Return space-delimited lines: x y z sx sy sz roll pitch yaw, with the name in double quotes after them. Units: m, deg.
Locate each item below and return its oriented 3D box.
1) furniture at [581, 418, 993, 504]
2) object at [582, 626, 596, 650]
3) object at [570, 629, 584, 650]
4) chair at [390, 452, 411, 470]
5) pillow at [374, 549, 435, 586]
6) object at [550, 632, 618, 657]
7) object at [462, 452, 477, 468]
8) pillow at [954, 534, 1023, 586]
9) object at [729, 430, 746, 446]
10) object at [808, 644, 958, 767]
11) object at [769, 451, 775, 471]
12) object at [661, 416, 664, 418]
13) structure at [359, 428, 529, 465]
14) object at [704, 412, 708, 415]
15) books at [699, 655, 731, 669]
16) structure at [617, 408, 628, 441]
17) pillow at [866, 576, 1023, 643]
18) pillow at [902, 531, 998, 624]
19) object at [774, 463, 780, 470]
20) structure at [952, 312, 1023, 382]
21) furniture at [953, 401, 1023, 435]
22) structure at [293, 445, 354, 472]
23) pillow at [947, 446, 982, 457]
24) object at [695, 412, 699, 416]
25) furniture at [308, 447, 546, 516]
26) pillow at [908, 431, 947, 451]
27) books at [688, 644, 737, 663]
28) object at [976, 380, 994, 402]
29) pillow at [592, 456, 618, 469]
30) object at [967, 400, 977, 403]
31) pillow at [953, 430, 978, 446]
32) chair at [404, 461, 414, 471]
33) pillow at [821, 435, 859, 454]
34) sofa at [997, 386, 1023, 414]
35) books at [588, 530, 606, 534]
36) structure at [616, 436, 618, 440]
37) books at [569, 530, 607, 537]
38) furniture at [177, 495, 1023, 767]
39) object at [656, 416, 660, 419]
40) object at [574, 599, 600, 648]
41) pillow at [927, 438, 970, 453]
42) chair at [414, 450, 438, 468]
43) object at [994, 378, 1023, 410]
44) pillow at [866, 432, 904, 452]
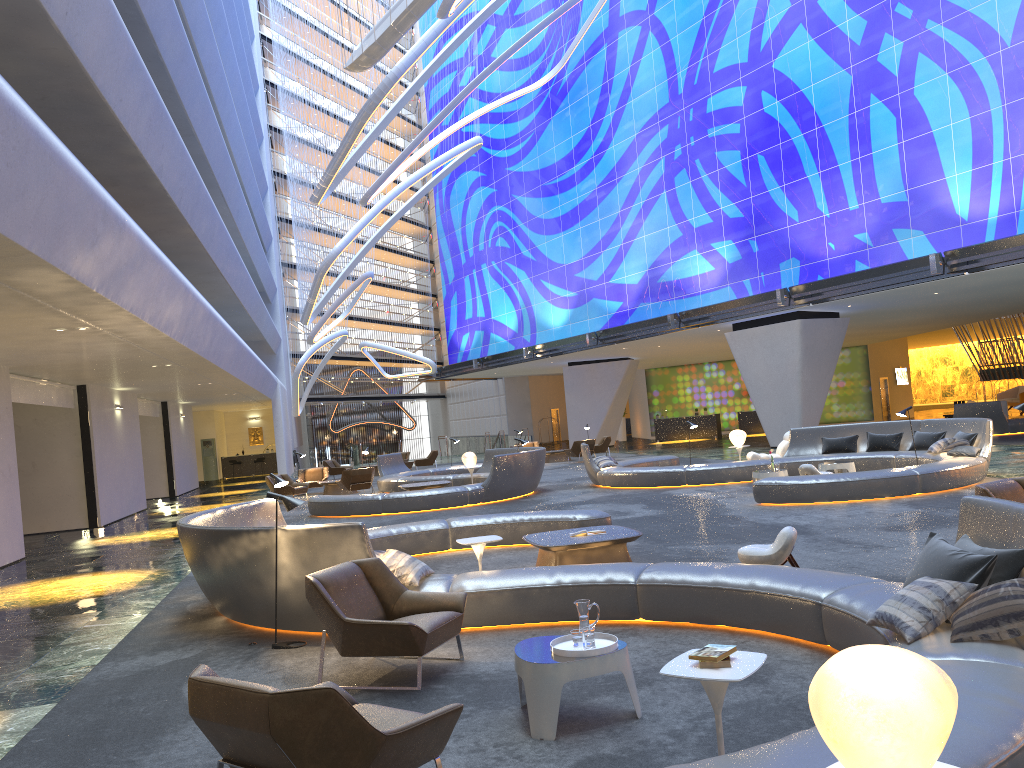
5.045 1.470 18.194 5.180 0.969 9.942 -4 -2 -20 "furniture"
0.431 1.414 4.923 0.071 0.118 0.071 -4 -1 -44 "object"
0.362 1.419 4.882 0.071 0.118 0.071 -5 -1 -29 "object"
-4.553 3.127 35.377 0.930 0.766 0.938 -5 -1 15 "chair"
-1.023 1.558 7.620 0.879 0.262 0.691 -7 -3 40 "pillow"
0.405 1.462 4.973 0.381 0.038 0.382 -4 -2 -20 "object"
-1.050 1.860 21.746 0.367 0.387 0.318 -5 -1 -5 "object"
2.637 1.087 5.058 0.295 0.368 0.769 -5 -2 1 "pillow"
5.229 1.253 20.527 0.366 0.387 0.318 -4 -1 -30 "object"
1.036 0.934 2.477 0.366 0.387 0.318 -4 -1 -30 "object"
4.544 1.341 15.460 0.066 0.355 0.076 -5 0 -45 "object"
7.165 1.577 42.113 0.108 0.108 0.111 -6 -1 23 "object"
-5.130 7.472 56.748 9.299 8.396 19.756 -5 -2 -12 "structure"
9.019 1.361 41.270 0.150 0.145 0.150 -6 -1 22 "object"
0.863 1.171 3.781 0.129 0.030 0.182 -5 -2 10 "books"
5.831 2.028 47.338 1.021 2.050 0.774 -5 -1 -33 "structure"
2.304 1.169 4.654 0.875 0.280 0.684 -6 -2 25 "pillow"
2.439 1.078 4.982 0.315 0.386 0.785 -5 -2 4 "pillow"
4.657 1.454 15.573 0.071 0.118 0.151 -5 -1 -2 "object"
26.230 -2.176 32.418 11.974 6.245 16.509 -5 -2 -12 "structure"
16.804 0.776 27.300 9.929 0.969 5.187 -5 -2 5 "furniture"
-11.319 7.923 55.013 3.015 8.236 19.852 -5 -2 -12 "structure"
7.547 1.136 14.778 0.445 0.207 0.443 -7 -2 40 "pillow"
8.638 1.401 41.411 0.150 0.145 0.150 -6 -1 22 "object"
-1.557 2.232 22.624 5.186 0.969 9.931 -5 -2 5 "furniture"
7.863 1.075 16.785 0.315 0.386 0.786 -5 -2 -20 "pillow"
0.856 1.145 3.780 0.133 0.022 0.189 -7 -3 39 "books"
22.108 0.534 41.432 0.477 1.664 1.203 -5 -1 43 "object"
2.084 1.772 20.259 0.692 0.262 0.878 -5 -2 -3 "pillow"
14.757 0.711 28.457 0.318 0.387 0.367 -5 -1 -5 "object"
7.989 1.027 15.758 0.317 0.366 0.775 -5 -2 5 "pillow"
-4.203 2.982 32.448 0.931 0.766 0.937 -6 -2 40 "chair"
6.668 1.249 18.059 0.770 0.369 0.295 -6 -1 32 "pillow"
22.000 0.671 38.282 1.063 1.179 3.416 -5 -2 14 "sofa"
0.926 1.612 9.657 0.133 0.012 0.189 -4 -2 -22 "books"
5.882 2.107 49.475 0.771 2.050 1.024 -5 -1 -41 "structure"
0.826 1.616 9.677 0.395 0.039 0.301 -5 -2 2 "books"
-0.295 1.532 7.534 5.181 0.969 9.940 -5 -2 -15 "furniture"
6.938 1.581 42.211 0.149 0.149 0.149 -6 -1 23 "object"
0.421 1.352 5.020 0.130 0.252 0.103 -5 -1 -29 "object"
7.807 1.090 15.821 0.879 0.262 0.691 -7 -3 44 "pillow"
-3.310 2.971 34.197 0.938 0.766 0.930 -5 -1 -10 "chair"
23.155 0.434 41.262 1.205 1.664 0.476 -5 0 -2 "object"
7.357 1.145 17.560 0.281 0.416 0.760 -4 -2 -44 "pillow"
